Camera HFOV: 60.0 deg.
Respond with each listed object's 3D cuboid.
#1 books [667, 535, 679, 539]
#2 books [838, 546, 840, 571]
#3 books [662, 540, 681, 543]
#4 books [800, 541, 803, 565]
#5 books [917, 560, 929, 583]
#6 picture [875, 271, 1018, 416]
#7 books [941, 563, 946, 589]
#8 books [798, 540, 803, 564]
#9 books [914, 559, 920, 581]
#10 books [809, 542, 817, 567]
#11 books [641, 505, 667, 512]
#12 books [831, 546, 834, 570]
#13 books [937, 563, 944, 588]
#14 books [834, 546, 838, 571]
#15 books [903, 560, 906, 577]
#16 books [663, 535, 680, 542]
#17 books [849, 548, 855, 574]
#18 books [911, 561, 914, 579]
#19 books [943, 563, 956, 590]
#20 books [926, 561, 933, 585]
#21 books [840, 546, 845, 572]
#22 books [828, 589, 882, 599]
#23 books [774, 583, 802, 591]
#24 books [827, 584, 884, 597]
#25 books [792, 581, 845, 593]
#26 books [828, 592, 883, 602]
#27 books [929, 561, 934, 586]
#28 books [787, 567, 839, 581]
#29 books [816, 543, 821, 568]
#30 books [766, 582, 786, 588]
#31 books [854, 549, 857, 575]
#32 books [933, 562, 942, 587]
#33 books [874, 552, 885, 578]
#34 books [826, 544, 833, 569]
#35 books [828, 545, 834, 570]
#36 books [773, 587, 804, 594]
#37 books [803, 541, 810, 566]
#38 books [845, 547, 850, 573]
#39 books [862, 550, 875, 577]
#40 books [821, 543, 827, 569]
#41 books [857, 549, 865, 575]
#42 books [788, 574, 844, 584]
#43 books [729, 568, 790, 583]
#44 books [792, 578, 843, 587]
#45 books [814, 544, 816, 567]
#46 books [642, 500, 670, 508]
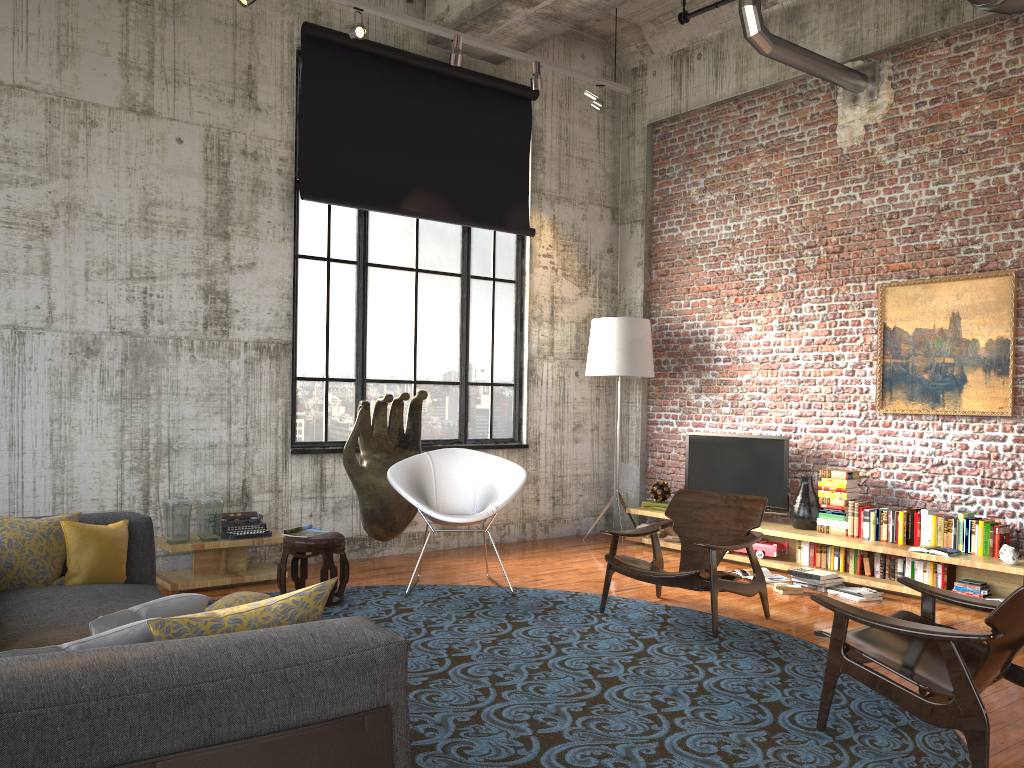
[{"bbox_3d":[1.574,1.479,8.566,0.113,0.016,0.114,1,-1,-14],"label":"books"},{"bbox_3d":[2.718,1.412,7.229,0.159,0.220,0.030,1,1,-38],"label":"books"},{"bbox_3d":[1.568,1.516,8.587,0.211,0.020,0.162,1,-1,20],"label":"books"},{"bbox_3d":[2.490,1.425,7.493,0.140,0.194,0.023,1,1,-38],"label":"books"},{"bbox_3d":[3.118,1.425,6.701,0.129,0.186,0.043,1,1,-38],"label":"books"},{"bbox_3d":[3.355,-0.294,6.913,0.040,1.065,1.064,0,0,-38],"label":"picture"},{"bbox_3d":[3.221,1.423,6.569,0.120,0.189,0.019,1,1,-38],"label":"books"},{"bbox_3d":[2.474,1.413,7.508,0.138,0.217,0.022,1,1,-38],"label":"books"},{"bbox_3d":[3.108,1.428,6.742,0.132,0.181,0.034,1,1,-38],"label":"books"},{"bbox_3d":[2.552,1.396,7.421,0.153,0.252,0.046,1,1,-38],"label":"books"},{"bbox_3d":[1.483,1.232,8.835,0.302,0.037,0.243,0,-1,45],"label":"books"},{"bbox_3d":[2.666,1.424,7.265,0.140,0.194,0.023,1,1,-38],"label":"books"},{"bbox_3d":[3.210,1.427,6.594,0.132,0.181,0.034,1,1,-38],"label":"books"},{"bbox_3d":[2.689,1.421,7.247,0.146,0.200,0.032,1,1,-38],"label":"books"},{"bbox_3d":[3.043,1.434,6.802,0.121,0.168,0.020,1,1,-38],"label":"books"},{"bbox_3d":[1.569,1.496,8.577,0.166,0.021,0.210,1,-1,27],"label":"books"},{"bbox_3d":[2.773,1.417,7.124,0.151,0.208,0.039,1,1,-38],"label":"books"},{"bbox_3d":[3.081,1.434,6.755,0.121,0.168,0.020,1,1,-38],"label":"books"},{"bbox_3d":[3.233,1.422,6.550,0.138,0.191,0.026,1,1,-38],"label":"books"},{"bbox_3d":[3.157,1.422,6.653,0.138,0.191,0.026,1,1,-38],"label":"books"},{"bbox_3d":[2.720,1.411,7.194,0.159,0.220,0.030,1,1,-38],"label":"books"},{"bbox_3d":[2.561,1.561,6.633,0.232,0.017,0.307,2,-1,-40],"label":"books"},{"bbox_3d":[2.097,1.539,6.737,0.189,0.022,0.133,1,-1,13],"label":"books"},{"bbox_3d":[2.570,1.545,6.636,0.250,0.014,0.311,2,-1,-31],"label":"books"},{"bbox_3d":[2.398,1.569,6.928,0.236,0.040,0.320,2,-1,-36],"label":"books"},{"bbox_3d":[2.563,1.578,6.628,0.232,0.017,0.313,1,-1,-23],"label":"books"},{"bbox_3d":[3.170,1.422,6.631,0.138,0.191,0.026,1,1,-38],"label":"books"},{"bbox_3d":[2.339,1.475,6.893,0.236,0.035,0.296,2,-1,-36],"label":"books"},{"bbox_3d":[2.589,1.417,7.366,0.151,0.208,0.039,1,1,-38],"label":"books"},{"bbox_3d":[2.084,1.578,6.946,0.189,0.012,0.133,2,-1,-40],"label":"books"},{"bbox_3d":[2.798,1.411,7.100,0.159,0.220,0.030,1,1,-38],"label":"books"},{"bbox_3d":[3.188,1.422,6.613,0.138,0.191,0.026,1,1,-38],"label":"books"},{"bbox_3d":[2.916,1.412,6.981,0.149,0.214,0.049,1,1,-38],"label":"books"},{"bbox_3d":[2.642,1.413,7.304,0.138,0.217,0.022,1,1,-38],"label":"books"},{"bbox_3d":[2.650,1.424,7.282,0.140,0.194,0.023,1,1,-38],"label":"books"},{"bbox_3d":[2.099,1.566,6.734,0.182,0.030,0.128,1,-1,-16],"label":"books"},{"bbox_3d":[2.523,1.398,7.465,0.171,0.247,0.057,1,1,-38],"label":"books"},{"bbox_3d":[2.761,1.409,7.173,0.156,0.225,0.052,1,1,-38],"label":"books"},{"bbox_3d":[2.850,1.395,7.034,0.153,0.256,0.088,1,1,-38],"label":"books"},{"bbox_3d":[2.619,1.415,7.332,0.148,0.213,0.049,1,1,-38],"label":"books"},{"bbox_3d":[2.809,1.411,7.071,0.159,0.220,0.030,1,1,-38],"label":"books"},{"bbox_3d":[2.365,1.506,6.901,0.262,0.028,0.320,2,-1,-28],"label":"books"},{"bbox_3d":[2.005,1.550,7.229,0.300,0.049,0.422,1,-1,-23],"label":"books"},{"bbox_3d":[2.386,1.535,6.930,0.236,0.028,0.299,2,-1,-40],"label":"books"},{"bbox_3d":[2.574,1.425,7.393,0.140,0.194,0.023,1,1,-38],"label":"books"},{"bbox_3d":[1.484,1.195,8.834,0.302,0.037,0.243,0,-1,32],"label":"books"}]
